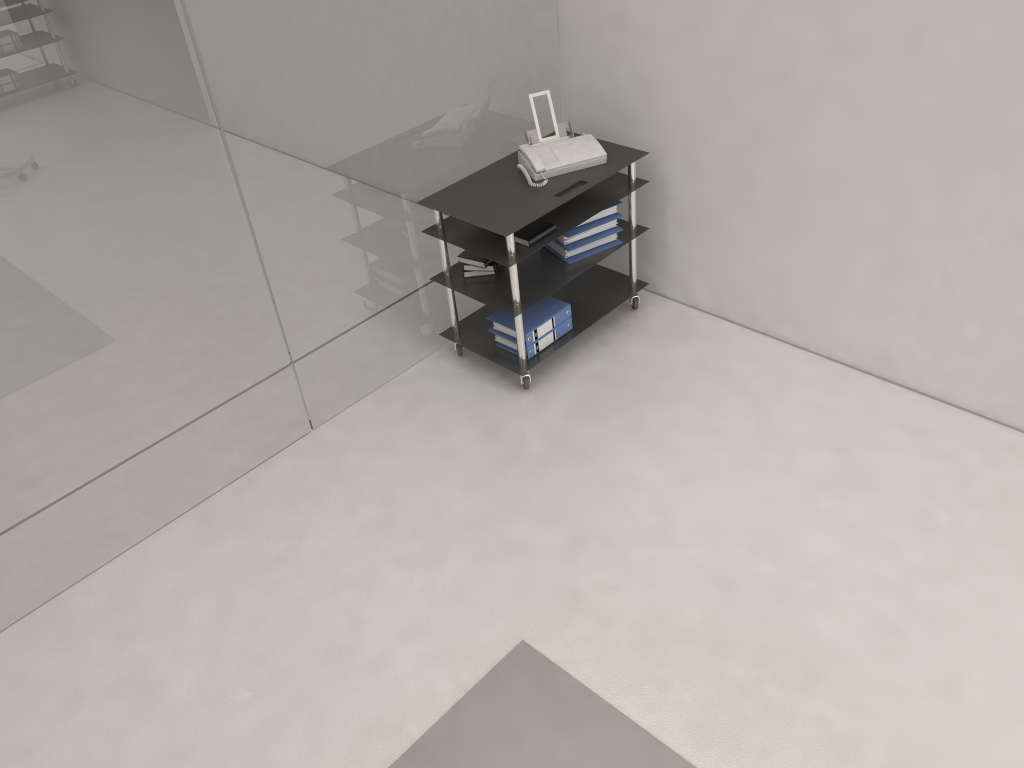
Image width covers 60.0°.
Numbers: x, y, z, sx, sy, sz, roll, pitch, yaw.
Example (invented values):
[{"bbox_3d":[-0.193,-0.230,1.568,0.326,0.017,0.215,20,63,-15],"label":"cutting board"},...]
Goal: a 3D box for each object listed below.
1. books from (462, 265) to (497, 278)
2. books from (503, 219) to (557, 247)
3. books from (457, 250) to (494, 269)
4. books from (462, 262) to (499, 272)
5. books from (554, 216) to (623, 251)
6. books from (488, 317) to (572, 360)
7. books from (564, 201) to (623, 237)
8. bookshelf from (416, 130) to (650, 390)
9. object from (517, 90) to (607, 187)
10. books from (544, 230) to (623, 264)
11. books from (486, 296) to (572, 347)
[{"bbox_3d":[-0.158,-0.579,4.268,0.164,0.032,0.183,-6,37,1],"label":"books"},{"bbox_3d":[0.078,-0.679,3.949,0.164,0.032,0.183,26,48,35],"label":"books"},{"bbox_3d":[-0.142,-0.618,4.211,0.164,0.032,0.183,17,44,28],"label":"books"},{"bbox_3d":[-0.138,-0.599,4.237,0.164,0.032,0.183,3,39,13],"label":"books"},{"bbox_3d":[0.331,-0.780,4.302,0.320,0.077,0.262,-24,41,-21],"label":"books"},{"bbox_3d":[0.090,-0.264,4.322,0.263,0.077,0.320,27,49,36],"label":"books"},{"bbox_3d":[0.325,-0.837,4.257,0.320,0.077,0.262,-24,41,-21],"label":"books"},{"bbox_3d":[0.149,-0.616,4.347,0.567,0.855,0.985,27,49,36],"label":"bookshelf"},{"bbox_3d":[0.195,-1.150,4.102,0.405,0.280,0.399,-17,39,-14],"label":"object"},{"bbox_3d":[0.337,-0.723,4.348,0.320,0.077,0.262,-24,41,-21],"label":"books"},{"bbox_3d":[0.082,-0.322,4.279,0.263,0.077,0.320,27,49,36],"label":"books"}]
